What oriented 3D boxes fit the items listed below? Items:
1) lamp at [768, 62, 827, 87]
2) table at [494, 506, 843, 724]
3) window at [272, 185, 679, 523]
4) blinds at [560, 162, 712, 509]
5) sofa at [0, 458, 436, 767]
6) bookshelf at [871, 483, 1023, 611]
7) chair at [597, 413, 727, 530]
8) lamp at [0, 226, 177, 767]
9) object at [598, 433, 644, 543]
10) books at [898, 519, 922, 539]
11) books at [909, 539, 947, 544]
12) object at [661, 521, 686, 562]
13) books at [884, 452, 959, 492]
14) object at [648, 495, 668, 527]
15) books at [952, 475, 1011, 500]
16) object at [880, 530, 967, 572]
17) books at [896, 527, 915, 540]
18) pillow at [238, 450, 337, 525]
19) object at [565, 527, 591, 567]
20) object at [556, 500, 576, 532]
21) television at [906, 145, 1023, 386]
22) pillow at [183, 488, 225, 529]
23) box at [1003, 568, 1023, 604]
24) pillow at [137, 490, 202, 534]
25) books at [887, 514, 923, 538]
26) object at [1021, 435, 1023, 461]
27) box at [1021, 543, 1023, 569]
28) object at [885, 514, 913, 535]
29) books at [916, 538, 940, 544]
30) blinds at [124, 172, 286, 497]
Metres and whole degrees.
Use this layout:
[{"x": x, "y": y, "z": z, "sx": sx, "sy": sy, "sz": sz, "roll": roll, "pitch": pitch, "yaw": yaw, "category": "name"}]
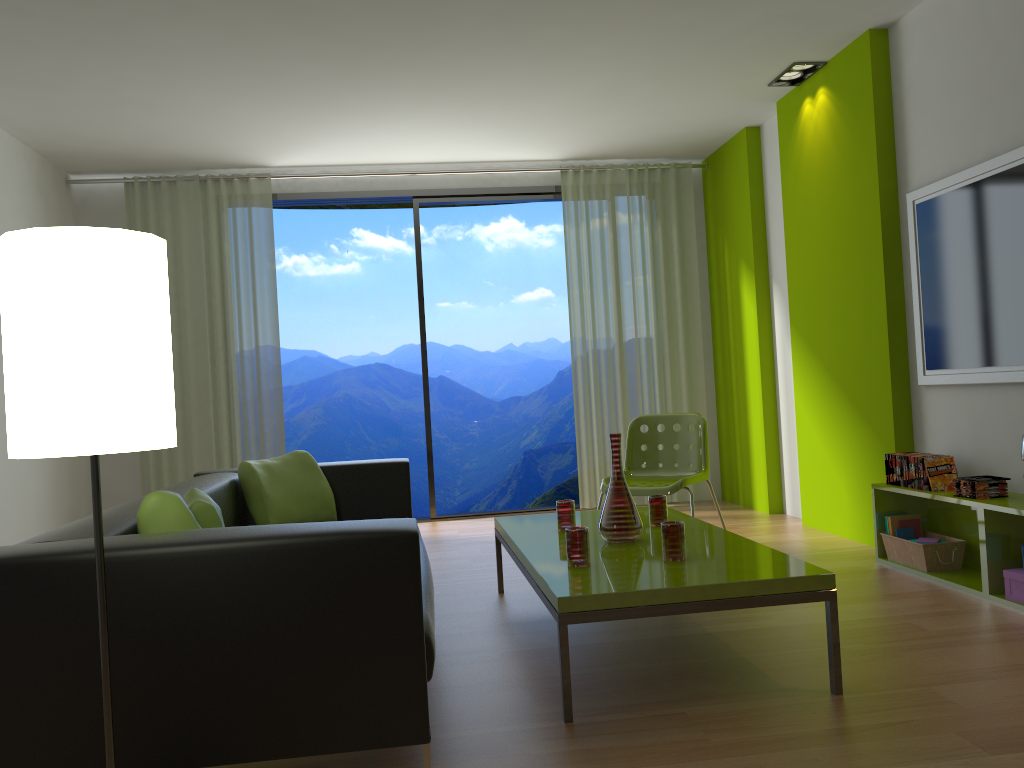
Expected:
[{"x": 1.611, "y": -1.816, "z": 5.035, "sx": 0.192, "sy": 0.131, "sz": 0.352, "roll": -3, "pitch": -1, "yaw": -7, "category": "lamp"}, {"x": 0.431, "y": 0.754, "z": 3.320, "sx": 0.810, "sy": 0.349, "sz": 1.682, "roll": -3, "pitch": -1, "yaw": -7, "category": "table"}, {"x": -0.449, "y": -0.215, "z": 6.740, "sx": 3.336, "sy": 2.498, "sz": 0.219, "roll": -3, "pitch": -1, "yaw": -7, "category": "window"}, {"x": 0.932, "y": -0.378, "z": 6.689, "sx": 1.012, "sy": 2.568, "sz": 0.067, "roll": -3, "pitch": -1, "yaw": -7, "category": "blinds"}, {"x": -0.821, "y": 0.681, "z": 3.182, "sx": 1.061, "sy": 0.639, "sz": 2.583, "roll": -3, "pitch": -1, "yaw": -7, "category": "sofa"}, {"x": 2.007, "y": 0.648, "z": 3.512, "sx": 0.306, "sy": 0.378, "sz": 1.630, "roll": -3, "pitch": -1, "yaw": -7, "category": "bookshelf"}, {"x": 0.759, "y": 0.545, "z": 4.658, "sx": 0.640, "sy": 0.759, "sz": 0.546, "roll": -4, "pitch": -1, "yaw": 31, "category": "chair"}, {"x": -0.764, "y": 0.353, "z": 1.652, "sx": 0.302, "sy": 1.244, "sz": 0.295, "roll": -3, "pitch": -1, "yaw": -7, "category": "lamp"}, {"x": 0.393, "y": 0.382, "z": 3.278, "sx": 0.168, "sy": 0.400, "sz": 0.168, "roll": -3, "pitch": -1, "yaw": -21, "category": "object"}, {"x": 1.891, "y": 0.735, "z": 4.198, "sx": 0.105, "sy": 0.182, "sz": 0.031, "roll": -3, "pitch": -1, "yaw": -7, "category": "books"}, {"x": 1.902, "y": 0.730, "z": 4.022, "sx": 0.143, "sy": 0.025, "sz": 0.182, "roll": -3, "pitch": -1, "yaw": -7, "category": "books"}, {"x": 0.523, "y": 0.511, "z": 2.875, "sx": 0.076, "sy": 0.122, "sz": 0.075, "roll": -3, "pitch": -1, "yaw": -42, "category": "object"}, {"x": 1.883, "y": 0.401, "z": 4.071, "sx": 0.147, "sy": 0.150, "sz": 0.370, "roll": -3, "pitch": -1, "yaw": -7, "category": "books"}, {"x": 0.593, "y": 0.516, "z": 3.598, "sx": 0.076, "sy": 0.122, "sz": 0.075, "roll": -4, "pitch": -1, "yaw": 27, "category": "object"}, {"x": 1.936, "y": 0.426, "z": 3.665, "sx": 0.164, "sy": 0.078, "sz": 0.172, "roll": -3, "pitch": -1, "yaw": -9, "category": "books"}, {"x": 1.892, "y": 0.768, "z": 4.086, "sx": 0.213, "sy": 0.129, "sz": 0.367, "roll": -3, "pitch": -1, "yaw": -7, "category": "object"}, {"x": 1.858, "y": 0.754, "z": 4.180, "sx": 0.086, "sy": 0.148, "sz": 0.025, "roll": -3, "pitch": -1, "yaw": -7, "category": "books"}, {"x": -1.034, "y": 0.493, "z": 4.037, "sx": 0.269, "sy": 0.362, "sz": 0.399, "roll": -4, "pitch": -1, "yaw": 41, "category": "pillow"}, {"x": 0.214, "y": 0.529, "z": 2.873, "sx": 0.076, "sy": 0.122, "sz": 0.075, "roll": -4, "pitch": -1, "yaw": 27, "category": "object"}, {"x": 0.220, "y": 0.537, "z": 3.607, "sx": 0.076, "sy": 0.122, "sz": 0.075, "roll": -4, "pitch": -1, "yaw": 27, "category": "object"}, {"x": 2.054, "y": -0.475, "z": 3.555, "sx": 0.028, "sy": 0.941, "sz": 1.537, "roll": -3, "pitch": -1, "yaw": -7, "category": "television"}, {"x": -0.945, "y": 0.492, "z": 2.770, "sx": 0.164, "sy": 0.317, "sz": 0.380, "roll": -3, "pitch": -1, "yaw": -24, "category": "pillow"}, {"x": 1.983, "y": 0.765, "z": 3.351, "sx": 0.202, "sy": 0.116, "sz": 0.135, "roll": -3, "pitch": -1, "yaw": -12, "category": "box"}, {"x": -0.884, "y": 0.469, "z": 2.381, "sx": 0.210, "sy": 0.403, "sz": 0.457, "roll": -3, "pitch": -1, "yaw": -21, "category": "pillow"}, {"x": 1.876, "y": 0.726, "z": 4.219, "sx": 0.158, "sy": 0.202, "sz": 0.051, "roll": -3, "pitch": -1, "yaw": -7, "category": "books"}, {"x": 1.996, "y": 0.314, "z": 3.353, "sx": 0.107, "sy": 0.305, "sz": 0.107, "roll": -3, "pitch": -1, "yaw": -41, "category": "object"}, {"x": 1.984, "y": 0.660, "z": 3.345, "sx": 0.102, "sy": 0.093, "sz": 0.138, "roll": -4, "pitch": -1, "yaw": 28, "category": "box"}, {"x": 1.873, "y": 0.727, "z": 4.243, "sx": 0.158, "sy": 0.200, "sz": 0.040, "roll": -3, "pitch": -1, "yaw": -7, "category": "object"}, {"x": 1.897, "y": 0.714, "z": 4.040, "sx": 0.087, "sy": 0.008, "sz": 0.110, "roll": -4, "pitch": -1, "yaw": 33, "category": "books"}, {"x": -2.158, "y": -0.205, "z": 6.300, "sx": 1.012, "sy": 2.568, "sz": 0.067, "roll": -3, "pitch": -1, "yaw": -7, "category": "blinds"}]
